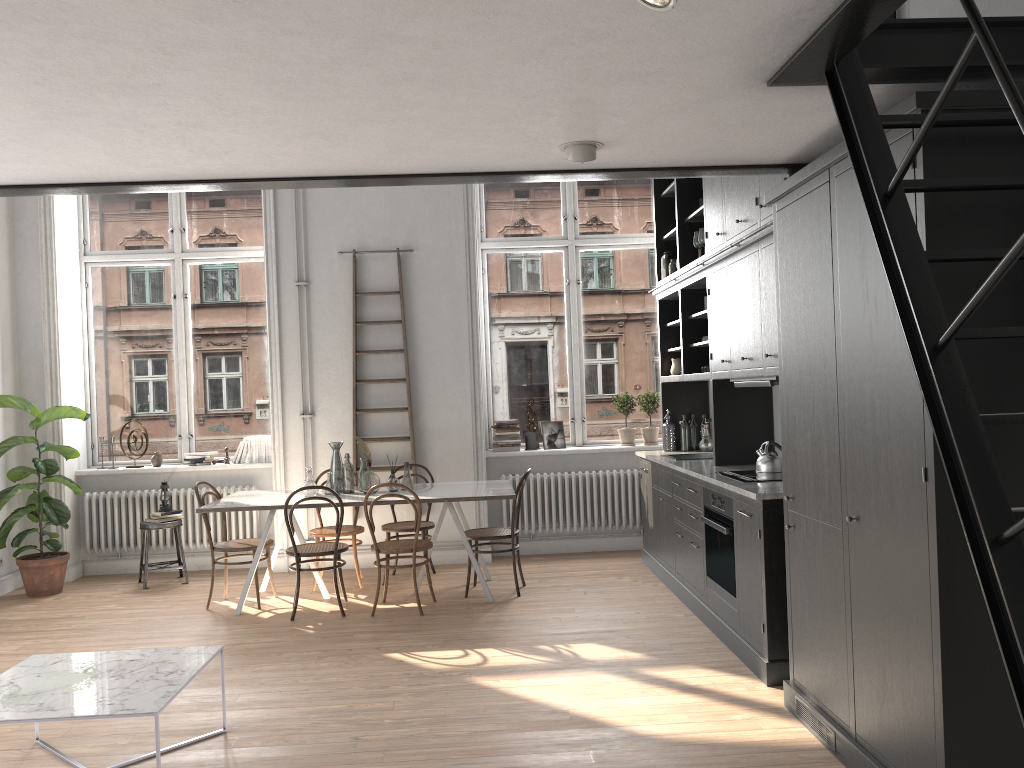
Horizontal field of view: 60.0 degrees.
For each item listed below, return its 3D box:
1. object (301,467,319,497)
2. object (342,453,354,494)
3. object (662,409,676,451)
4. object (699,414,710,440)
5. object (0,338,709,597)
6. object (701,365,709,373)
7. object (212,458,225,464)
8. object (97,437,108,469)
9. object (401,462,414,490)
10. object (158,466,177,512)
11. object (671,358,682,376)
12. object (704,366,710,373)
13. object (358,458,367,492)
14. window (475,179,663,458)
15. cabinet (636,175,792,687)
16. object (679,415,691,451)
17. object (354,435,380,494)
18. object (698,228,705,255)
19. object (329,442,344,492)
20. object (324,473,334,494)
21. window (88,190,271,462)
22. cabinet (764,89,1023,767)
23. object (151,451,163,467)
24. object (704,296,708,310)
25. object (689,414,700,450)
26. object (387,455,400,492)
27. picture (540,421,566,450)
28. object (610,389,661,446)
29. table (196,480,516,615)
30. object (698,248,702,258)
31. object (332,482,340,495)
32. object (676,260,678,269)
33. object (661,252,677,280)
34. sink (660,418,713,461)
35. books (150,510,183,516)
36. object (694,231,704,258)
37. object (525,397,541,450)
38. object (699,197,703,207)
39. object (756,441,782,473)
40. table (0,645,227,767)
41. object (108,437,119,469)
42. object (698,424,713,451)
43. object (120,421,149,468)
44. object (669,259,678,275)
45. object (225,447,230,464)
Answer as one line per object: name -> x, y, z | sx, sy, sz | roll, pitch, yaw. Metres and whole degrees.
object -> -1.502, 0.726, 6.578 | 0.132, 0.219, 0.132 | -2, 0, -13
object -> -1.243, 0.675, 6.718 | 0.086, 0.301, 0.086 | -2, 0, -17
object -> 1.320, 0.387, 7.462 | 0.109, 0.349, 0.109 | -2, 0, -22
object -> 1.603, 0.401, 7.382 | 0.086, 0.301, 0.086 | -2, 0, 43
object -> -1.304, 0.690, 7.100 | 5.827, 1.842, 0.792 | -2, 0, 2
object -> 1.419, -0.108, 6.433 | 0.088, 0.059, 0.104 | -2, 0, -14
object -> -2.666, 0.705, 8.086 | 0.088, 0.048, 0.153 | -2, -1, 37
object -> -3.724, 0.626, 8.058 | 0.095, 0.289, 0.095 | -2, 0, 29
object -> -0.804, 0.704, 6.804 | 0.101, 0.212, 0.101 | -2, 0, 37
object -> -2.931, 0.890, 7.550 | 0.163, 0.383, 0.154 | -2, 0, -29
object -> 1.390, -0.141, 7.421 | 0.127, 0.144, 0.115 | -2, 0, -24
object -> 1.417, -0.108, 6.320 | 0.088, 0.059, 0.104 | -2, 0, -24
object -> -1.132, 0.695, 6.796 | 0.098, 0.255, 0.100 | -2, 0, -26
window -> 6.558, -5.416, 11.686 | 14.385, 15.935, 26.399 | -2, 0, -3
cabinet -> 1.412, -0.293, 5.992 | 0.635, 3.583, 3.251 | -2, 0, -3
object -> 1.443, 0.408, 7.402 | 0.086, 0.301, 0.086 | -2, 0, -17
object -> -1.070, 0.596, 6.638 | 0.157, 0.446, 0.157 | -2, 0, 15
object -> 1.362, -0.989, 6.268 | 0.083, 0.221, 0.083 | -2, 0, 44
object -> -1.347, 0.640, 6.825 | 0.116, 0.383, 0.116 | -2, 0, 9
object -> -1.379, 0.753, 6.711 | 0.083, 0.158, 0.083 | -2, 0, -7
window -> -3.072, -0.723, 8.243 | 1.622, 2.843, 0.013 | -2, 0, -3
cabinet -> 1.553, 0.286, 3.416 | 0.633, 2.371, 1.401 | -2, 0, -3
object -> -3.221, 0.679, 8.040 | 0.100, 0.142, 0.102 | -2, 0, -28
object -> 1.487, -0.590, 6.676 | 0.082, 0.135, 0.059 | -2, 0, -35
object -> 1.535, 0.405, 7.485 | 0.086, 0.301, 0.086 | -2, 0, 12
object -> -0.902, 0.672, 6.724 | 0.107, 0.283, 0.107 | -2, 0, -8
picture -> 0.372, 0.479, 8.268 | 0.221, 0.264, 0.149 | -2, 0, -19
object -> 1.163, 0.312, 8.266 | 0.500, 0.524, 0.234 | -2, 0, -13
table -> -1.080, 1.210, 6.681 | 2.200, 0.780, 1.100 | -2, 0, -3
object -> 1.411, -0.957, 6.642 | 0.123, 0.161, 0.123 | -2, 0, 6
object -> -1.313, 0.781, 6.619 | 0.058, 0.094, 0.058 | -2, 0, 26
object -> 1.335, -1.051, 6.877 | 0.134, 0.357, 0.134 | -2, 0, 42
object -> 1.320, -0.985, 7.436 | 0.118, 0.238, 0.118 | -2, 0, -17
sink -> 1.438, 0.519, 6.757 | 0.514, 0.504, 0.526 | -2, 0, -3
books -> -2.933, 1.093, 7.521 | 0.147, 0.027, 0.221 | -2, -1, 30
object -> 1.354, -0.987, 6.399 | 0.083, 0.221, 0.083 | -2, 0, 29
object -> 0.181, 0.367, 8.218 | 0.122, 0.488, 0.102 | -2, 0, 22
object -> 1.458, -1.354, 6.678 | 0.084, 0.199, 0.065 | -2, 0, 19
object -> 1.564, 0.438, 5.381 | 0.171, 0.186, 0.171 | -2, 0, 8
table -> -1.715, 1.400, 3.608 | 0.849, 0.392, 0.849 | -2, 0, -3
object -> -3.605, 0.621, 8.006 | 0.095, 0.289, 0.095 | -2, 0, 20
object -> 1.590, 0.440, 7.255 | 0.132, 0.219, 0.120 | -2, 0, -2
object -> -3.419, 0.546, 8.035 | 0.347, 0.425, 0.087 | -2, 0, 30
object -> 1.348, -0.947, 7.294 | 0.114, 0.155, 0.114 | -2, 0, 1
object -> -2.580, 0.649, 8.034 | 0.048, 0.153, 0.088 | -2, 0, -33
